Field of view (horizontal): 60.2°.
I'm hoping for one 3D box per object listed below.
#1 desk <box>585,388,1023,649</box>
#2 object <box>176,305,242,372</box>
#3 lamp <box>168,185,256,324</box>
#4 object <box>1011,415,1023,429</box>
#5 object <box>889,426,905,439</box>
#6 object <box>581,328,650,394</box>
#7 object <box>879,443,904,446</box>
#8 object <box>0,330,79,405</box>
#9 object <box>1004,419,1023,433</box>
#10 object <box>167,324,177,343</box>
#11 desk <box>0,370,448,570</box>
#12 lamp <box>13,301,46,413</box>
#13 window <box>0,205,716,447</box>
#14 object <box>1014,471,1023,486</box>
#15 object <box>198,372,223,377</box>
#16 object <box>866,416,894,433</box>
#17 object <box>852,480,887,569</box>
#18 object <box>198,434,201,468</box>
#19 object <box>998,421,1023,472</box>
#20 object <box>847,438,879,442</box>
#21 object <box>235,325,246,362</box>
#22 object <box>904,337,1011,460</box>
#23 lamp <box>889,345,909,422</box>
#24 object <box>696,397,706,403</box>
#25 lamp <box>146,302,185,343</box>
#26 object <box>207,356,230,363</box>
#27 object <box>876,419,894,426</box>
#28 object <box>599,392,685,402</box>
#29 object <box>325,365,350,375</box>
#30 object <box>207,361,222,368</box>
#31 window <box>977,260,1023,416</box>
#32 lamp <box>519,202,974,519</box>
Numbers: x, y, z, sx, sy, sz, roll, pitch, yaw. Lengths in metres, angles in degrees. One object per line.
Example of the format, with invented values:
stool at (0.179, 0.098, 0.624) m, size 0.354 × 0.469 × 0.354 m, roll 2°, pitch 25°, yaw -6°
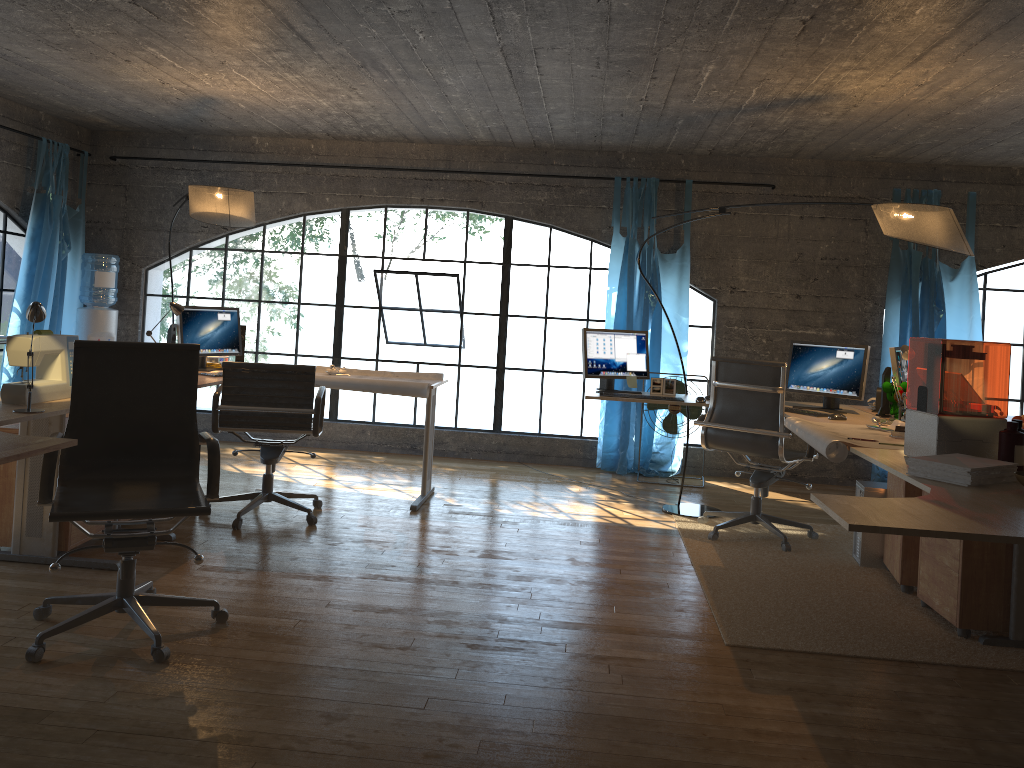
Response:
desk at (1.920, 0.638, 3.806) m, size 3.259 × 0.738 × 3.479 m, roll 4°, pitch 5°, yaw 5°
object at (-1.878, -0.286, 5.483) m, size 0.286 × 0.390 × 0.469 m, roll 4°, pitch 3°, yaw 30°
lamp at (-3.255, -0.605, 7.892) m, size 0.385 × 1.931 × 6.267 m, roll 4°, pitch 4°, yaw -30°
object at (2.048, 0.213, 3.493) m, size 0.130 × 0.176 × 0.198 m, roll 4°, pitch 2°, yaw 29°
object at (1.774, 0.217, 3.976) m, size 0.130 × 0.056 × 0.049 m, roll 4°, pitch 2°, yaw 5°
object at (0.649, -0.146, 5.530) m, size 0.469 × 0.391 × 0.286 m, roll 2°, pitch 2°, yaw -25°
object at (1.616, 0.256, 3.698) m, size 0.147 × 0.007 × 0.008 m, roll 4°, pitch 3°, yaw 14°
object at (-1.927, -0.078, 3.620) m, size 0.137 × 0.284 × 0.403 m, roll 3°, pitch 3°, yaw 5°
object at (1.794, 0.221, 3.143) m, size 0.079 × 0.187 × 0.079 m, roll 3°, pitch 0°, yaw 12°
object at (-2.049, -0.223, 5.295) m, size 0.084 × 0.278 × 0.085 m, roll 3°, pitch 0°, yaw -41°
desk at (-1.426, 0.422, 4.109) m, size 1.636 × 0.738 × 3.517 m, roll 4°, pitch 5°, yaw 6°
lamp at (-1.774, -0.101, 3.253) m, size 0.105 × 0.409 × 0.207 m, roll 3°, pitch 0°, yaw -9°
window at (-2.118, -0.548, 6.310) m, size 6.933 × 1.869 × 3.200 m, roll 0°, pitch 5°, yaw -35°
object at (1.645, 0.314, 2.747) m, size 0.146 × 0.055 × 0.147 m, roll 2°, pitch 4°, yaw -19°
object at (-1.640, -0.063, 5.251) m, size 0.187 × 0.011 × 0.490 m, roll 6°, pitch 6°, yaw 30°
object at (1.774, 0.193, 4.218) m, size 0.053 × 0.064 × 0.160 m, roll 2°, pitch 4°, yaw -28°
object at (2.037, 0.741, 4.558) m, size 0.481 × 0.411 × 0.200 m, roll 4°, pitch 0°, yaw 10°
object at (-2.014, 0.480, 4.920) m, size 0.481 × 0.411 × 0.200 m, roll 4°, pitch 0°, yaw 10°
object at (1.733, 0.224, 3.064) m, size 0.079 × 0.187 × 0.079 m, roll 3°, pitch 0°, yaw 22°
object at (1.510, 0.240, 3.796) m, size 0.126 × 0.009 × 0.012 m, roll 5°, pitch 3°, yaw 18°
object at (-1.771, -0.245, 5.735) m, size 0.085 × 0.278 × 0.085 m, roll 3°, pitch 0°, yaw 7°
object at (1.673, 0.062, 3.324) m, size 0.270 × 0.458 × 0.222 m, roll 3°, pitch 0°, yaw -5°
lamp at (2.097, -0.008, 4.755) m, size 0.105 × 0.409 × 0.207 m, roll 3°, pitch 0°, yaw 16°
object at (1.101, 0.091, 5.147) m, size 0.059 × 0.034 × 0.101 m, roll 4°, pitch 4°, yaw 15°
lamp at (-2.036, -0.278, 5.166) m, size 0.207 × 0.409 × 0.105 m, roll 3°, pitch 0°, yaw -28°
object at (-1.910, -0.159, 5.652) m, size 0.144 × 0.032 × 0.152 m, roll 4°, pitch 5°, yaw 10°
object at (1.912, 0.198, 4.482) m, size 0.109 × 0.022 × 0.138 m, roll 5°, pitch 5°, yaw 25°
object at (0.765, 0.076, 5.232) m, size 0.490 × 0.011 × 0.187 m, roll 4°, pitch 5°, yaw 5°
object at (-1.104, -0.090, 5.624) m, size 0.159 × 0.064 × 0.054 m, roll 1°, pitch 2°, yaw -28°
object at (-1.889, -0.124, 5.648) m, size 0.204 × 0.036 × 0.205 m, roll 4°, pitch 5°, yaw 3°
window at (1.255, -0.393, 6.638) m, size 12.215 × 1.851 × 3.933 m, roll 2°, pitch 4°, yaw -16°
lamp at (0.257, -0.308, 6.740) m, size 0.385 × 1.932 × 6.265 m, roll 4°, pitch 3°, yaw -39°
